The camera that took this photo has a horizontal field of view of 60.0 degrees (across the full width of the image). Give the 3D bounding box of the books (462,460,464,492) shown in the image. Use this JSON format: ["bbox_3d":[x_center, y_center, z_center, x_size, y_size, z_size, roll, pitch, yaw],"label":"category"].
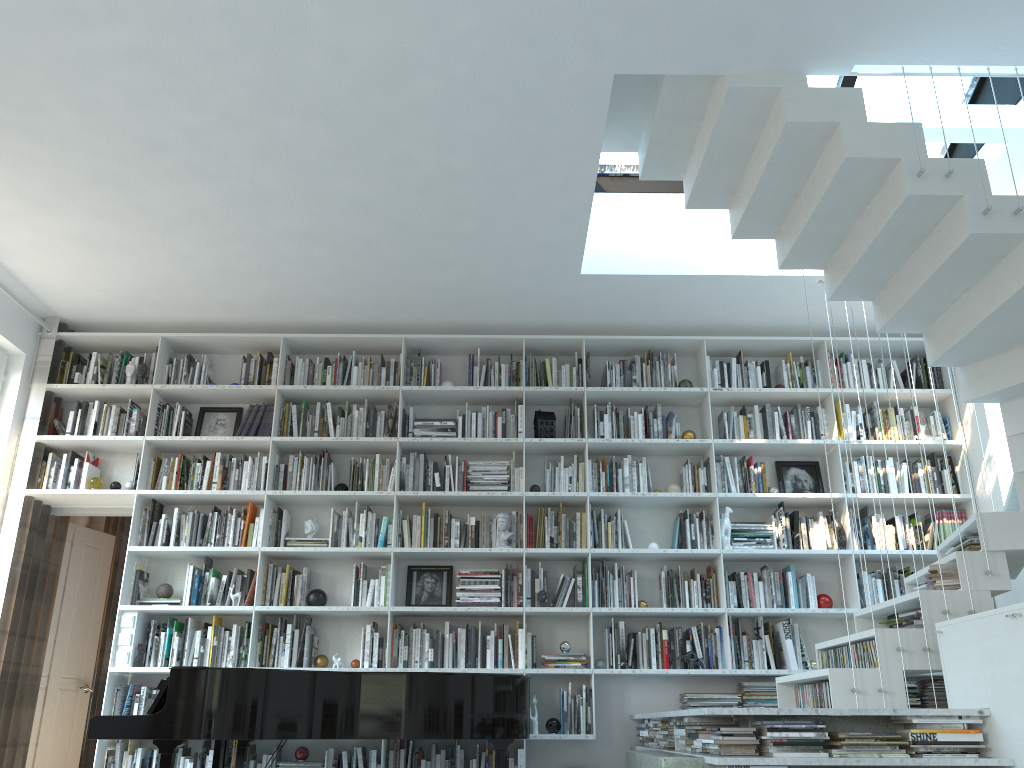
[{"bbox_3d":[-0.328,0.660,6.004,0.015,0.244,0.183,0,-21,0],"label":"books"}]

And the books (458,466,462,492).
[{"bbox_3d":[-0.347,0.676,6.007,0.024,0.215,0.133,0,-21,0],"label":"books"}]

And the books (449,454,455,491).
[{"bbox_3d":[-0.405,0.641,6.019,0.049,0.290,0.163,0,-21,0],"label":"books"}]

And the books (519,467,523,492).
[{"bbox_3d":[0.062,0.686,6.013,0.030,0.204,0.159,0,-21,0],"label":"books"}]

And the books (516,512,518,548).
[{"bbox_3d":[0.032,0.996,5.883,0.014,0.265,0.154,0,-21,0],"label":"books"}]

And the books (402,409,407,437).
[{"bbox_3d":[-0.746,0.316,6.145,0.012,0.253,0.161,0,-21,0],"label":"books"}]

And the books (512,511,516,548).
[{"bbox_3d":[0.013,0.996,5.901,0.025,0.278,0.108,0,-21,0],"label":"books"}]

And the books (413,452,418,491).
[{"bbox_3d":[-0.655,0.634,6.033,0.014,0.311,0.134,0,-21,0],"label":"books"}]

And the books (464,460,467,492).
[{"bbox_3d":[-0.314,0.655,5.993,0.013,0.246,0.177,0,-21,0],"label":"books"}]

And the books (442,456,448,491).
[{"bbox_3d":[-0.456,0.644,6.021,0.022,0.284,0.131,0,-21,0],"label":"books"}]

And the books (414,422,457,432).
[{"bbox_3d":[-0.528,0.299,6.149,0.285,0.024,0.160,0,-21,2],"label":"books"}]

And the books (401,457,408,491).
[{"bbox_3d":[-0.728,0.649,6.009,0.026,0.266,0.171,0,-21,0],"label":"books"}]

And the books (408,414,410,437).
[{"bbox_3d":[-0.706,0.331,6.133,0.013,0.217,0.141,0,-21,0],"label":"books"}]

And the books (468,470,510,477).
[{"bbox_3d":[-0.158,0.615,6.036,0.285,0.012,0.160,1,-21,-1],"label":"books"}]

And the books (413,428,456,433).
[{"bbox_3d":[-0.528,0.342,6.125,0.285,0.024,0.160,-1,-21,4],"label":"books"}]

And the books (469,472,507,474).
[{"bbox_3d":[-0.158,0.625,6.029,0.254,0.012,0.161,0,-21,2],"label":"books"}]

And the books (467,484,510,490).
[{"bbox_3d":[-0.158,0.704,5.997,0.285,0.012,0.160,1,-21,-3],"label":"books"}]

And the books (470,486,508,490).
[{"bbox_3d":[-0.158,0.717,5.997,0.254,0.012,0.161,1,-21,-1],"label":"books"}]

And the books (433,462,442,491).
[{"bbox_3d":[-0.500,0.662,6.000,0.066,0.235,0.154,0,-21,0],"label":"books"}]

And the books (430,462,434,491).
[{"bbox_3d":[-0.539,0.663,6.006,0.011,0.238,0.148,0,-21,0],"label":"books"}]

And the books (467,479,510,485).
[{"bbox_3d":[-0.158,0.672,6.014,0.285,0.012,0.160,0,-21,1],"label":"books"}]

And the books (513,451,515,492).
[{"bbox_3d":[0.011,0.632,6.030,0.012,0.317,0.140,0,-21,0],"label":"books"}]

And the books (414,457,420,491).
[{"bbox_3d":[-0.636,0.646,6.001,0.025,0.265,0.186,0,-21,0],"label":"books"}]

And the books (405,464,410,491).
[{"bbox_3d":[-0.702,0.672,6.017,0.027,0.227,0.148,0,-21,0],"label":"books"}]

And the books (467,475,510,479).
[{"bbox_3d":[-0.158,0.647,6.018,0.285,0.012,0.160,-1,-21,2],"label":"books"}]

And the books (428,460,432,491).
[{"bbox_3d":[-0.552,0.657,6.007,0.014,0.249,0.173,0,-21,0],"label":"books"}]

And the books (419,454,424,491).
[{"bbox_3d":[-0.609,0.639,6.023,0.029,0.294,0.151,0,-21,0],"label":"books"}]

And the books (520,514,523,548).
[{"bbox_3d":[0.064,1.004,5.901,0.023,0.263,0.107,0,-21,0],"label":"books"}]

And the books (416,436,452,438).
[{"bbox_3d":[-0.529,0.393,6.107,0.254,0.012,0.161,-1,-21,4],"label":"books"}]

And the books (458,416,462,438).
[{"bbox_3d":[-0.354,0.344,6.120,0.025,0.186,0.194,0,-21,0],"label":"books"}]

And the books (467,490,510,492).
[{"bbox_3d":[-0.157,0.740,5.989,0.285,0.012,0.160,0,-21,1],"label":"books"}]

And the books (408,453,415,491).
[{"bbox_3d":[-0.675,0.634,6.013,0.026,0.296,0.180,0,-21,0],"label":"books"}]

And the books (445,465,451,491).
[{"bbox_3d":[-0.433,0.674,6.003,0.024,0.215,0.148,0,-21,0],"label":"books"}]

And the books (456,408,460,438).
[{"bbox_3d":[-0.373,0.314,6.136,0.012,0.253,0.161,0,-21,0],"label":"books"}]

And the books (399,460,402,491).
[{"bbox_3d":[-0.747,0.658,6.017,0.012,0.253,0.161,0,-21,0],"label":"books"}]

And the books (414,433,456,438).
[{"bbox_3d":[-0.529,0.371,6.119,0.285,0.012,0.160,1,-21,-3],"label":"books"}]

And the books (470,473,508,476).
[{"bbox_3d":[-0.158,0.636,6.023,0.254,0.012,0.161,1,-21,-3],"label":"books"}]

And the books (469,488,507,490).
[{"bbox_3d":[-0.158,0.729,5.995,0.254,0.012,0.161,0,-21,0],"label":"books"}]

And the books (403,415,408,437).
[{"bbox_3d":[-0.726,0.334,6.117,0.027,0.200,0.168,0,-21,0],"label":"books"}]

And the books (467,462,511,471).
[{"bbox_3d":[-0.158,0.565,6.044,0.285,0.012,0.160,2,-21,-5],"label":"books"}]

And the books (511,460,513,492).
[{"bbox_3d":[-0.001,0.656,6.004,0.012,0.253,0.161,0,-21,0],"label":"books"}]

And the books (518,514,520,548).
[{"bbox_3d":[0.046,1.003,5.894,0.014,0.260,0.137,0,-21,0],"label":"books"}]

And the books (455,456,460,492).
[{"bbox_3d":[-0.370,0.646,6.002,0.021,0.268,0.192,0,-21,0],"label":"books"}]

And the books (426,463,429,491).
[{"bbox_3d":[-0.566,0.667,6.008,0.014,0.232,0.147,0,-21,0],"label":"books"}]

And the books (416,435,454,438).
[{"bbox_3d":[-0.529,0.383,6.115,0.254,0.012,0.161,1,-21,-3],"label":"books"}]

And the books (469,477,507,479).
[{"bbox_3d":[-0.158,0.660,6.018,0.254,0.012,0.161,0,-21,1],"label":"books"}]

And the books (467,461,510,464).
[{"bbox_3d":[-0.158,0.556,6.055,0.285,0.012,0.160,0,-21,2],"label":"books"}]

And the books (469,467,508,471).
[{"bbox_3d":[-0.158,0.590,6.042,0.254,0.012,0.161,0,-21,2],"label":"books"}]

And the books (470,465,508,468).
[{"bbox_3d":[-0.158,0.580,6.051,0.254,0.012,0.161,0,-21,0],"label":"books"}]

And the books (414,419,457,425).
[{"bbox_3d":[-0.527,0.278,6.162,0.285,0.024,0.160,0,-21,0],"label":"books"}]

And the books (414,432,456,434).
[{"bbox_3d":[-0.529,0.361,6.125,0.285,0.012,0.160,1,-21,-2],"label":"books"}]

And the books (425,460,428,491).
[{"bbox_3d":[-0.578,0.658,6.010,0.011,0.251,0.153,0,-21,0],"label":"books"}]

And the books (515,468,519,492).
[{"bbox_3d":[0.032,0.687,6.006,0.029,0.197,0.172,0,-21,0],"label":"books"}]

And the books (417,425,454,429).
[{"bbox_3d":[-0.528,0.320,6.136,0.254,0.025,0.161,2,-21,-4],"label":"books"}]

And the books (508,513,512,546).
[{"bbox_3d":[-0.012,1.001,5.887,0.025,0.258,0.131,0,-21,0],"label":"books"}]

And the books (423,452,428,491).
[{"bbox_3d":[-0.589,0.634,6.016,0.011,0.299,0.180,0,-21,0],"label":"books"}]

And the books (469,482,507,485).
[{"bbox_3d":[-0.158,0.693,6.004,0.254,0.012,0.161,0,-21,2],"label":"books"}]

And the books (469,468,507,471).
[{"bbox_3d":[-0.157,0.601,6.032,0.254,0.012,0.161,-1,-21,4],"label":"books"}]

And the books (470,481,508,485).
[{"bbox_3d":[-0.158,0.682,6.008,0.254,0.012,0.161,1,-21,-2],"label":"books"}]
